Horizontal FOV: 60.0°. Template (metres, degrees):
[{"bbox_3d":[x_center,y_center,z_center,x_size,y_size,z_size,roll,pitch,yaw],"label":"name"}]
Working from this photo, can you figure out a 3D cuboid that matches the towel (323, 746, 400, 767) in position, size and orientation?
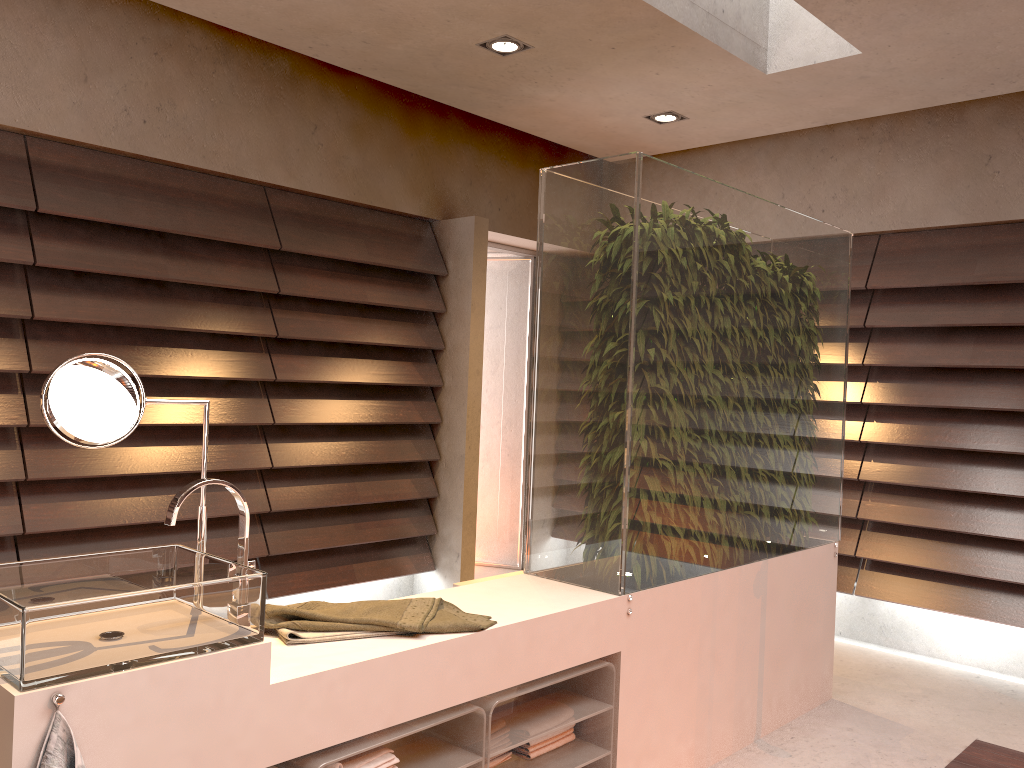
[{"bbox_3d":[-0.374,0.790,1.840,0.220,0.098,0.221,2,0,32],"label":"towel"}]

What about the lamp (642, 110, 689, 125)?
[{"bbox_3d":[0.753,-1.325,4.341,0.170,0.051,0.165,2,0,43],"label":"lamp"}]

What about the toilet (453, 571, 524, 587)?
[{"bbox_3d":[0.076,0.898,3.030,0.468,0.400,0.357,2,0,43],"label":"toilet"}]

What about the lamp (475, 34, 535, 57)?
[{"bbox_3d":[-0.027,-1.355,3.501,0.170,0.051,0.165,2,0,43],"label":"lamp"}]

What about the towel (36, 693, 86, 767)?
[{"bbox_3d":[-0.670,0.764,1.295,0.121,0.598,0.252,2,0,27],"label":"towel"}]

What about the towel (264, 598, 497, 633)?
[{"bbox_3d":[-0.317,0.520,2.042,0.571,0.057,0.258,2,0,-6],"label":"towel"}]

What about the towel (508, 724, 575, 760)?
[{"bbox_3d":[0.032,0.928,2.436,0.220,0.098,0.221,2,0,42],"label":"towel"}]

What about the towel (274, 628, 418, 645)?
[{"bbox_3d":[-0.339,0.534,2.013,0.394,0.027,0.202,2,0,-27],"label":"towel"}]

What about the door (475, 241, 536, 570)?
[{"bbox_3d":[-0.515,0.145,5.527,0.903,2.000,1.007,2,0,43],"label":"door"}]

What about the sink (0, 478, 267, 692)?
[{"bbox_3d":[-0.679,0.356,1.595,0.340,0.357,0.486,2,0,43],"label":"sink"}]

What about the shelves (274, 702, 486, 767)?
[{"bbox_3d":[-0.346,0.938,1.949,0.368,0.436,0.487,2,0,41],"label":"shelves"}]

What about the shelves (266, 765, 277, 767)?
[{"bbox_3d":[-0.711,0.924,1.601,0.368,0.436,0.487,2,0,43],"label":"shelves"}]

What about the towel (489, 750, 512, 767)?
[{"bbox_3d":[-0.139,0.922,2.296,0.221,0.098,0.220,2,0,42],"label":"towel"}]

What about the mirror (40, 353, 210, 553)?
[{"bbox_3d":[-0.766,0.236,1.755,0.316,0.589,0.074,2,0,-45],"label":"mirror"}]

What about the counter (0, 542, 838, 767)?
[{"bbox_3d":[0.130,0.832,2.486,0.350,0.686,2.931,2,0,43],"label":"counter"}]

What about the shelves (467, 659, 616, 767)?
[{"bbox_3d":[-0.028,0.951,2.336,0.368,0.436,0.487,2,0,43],"label":"shelves"}]
